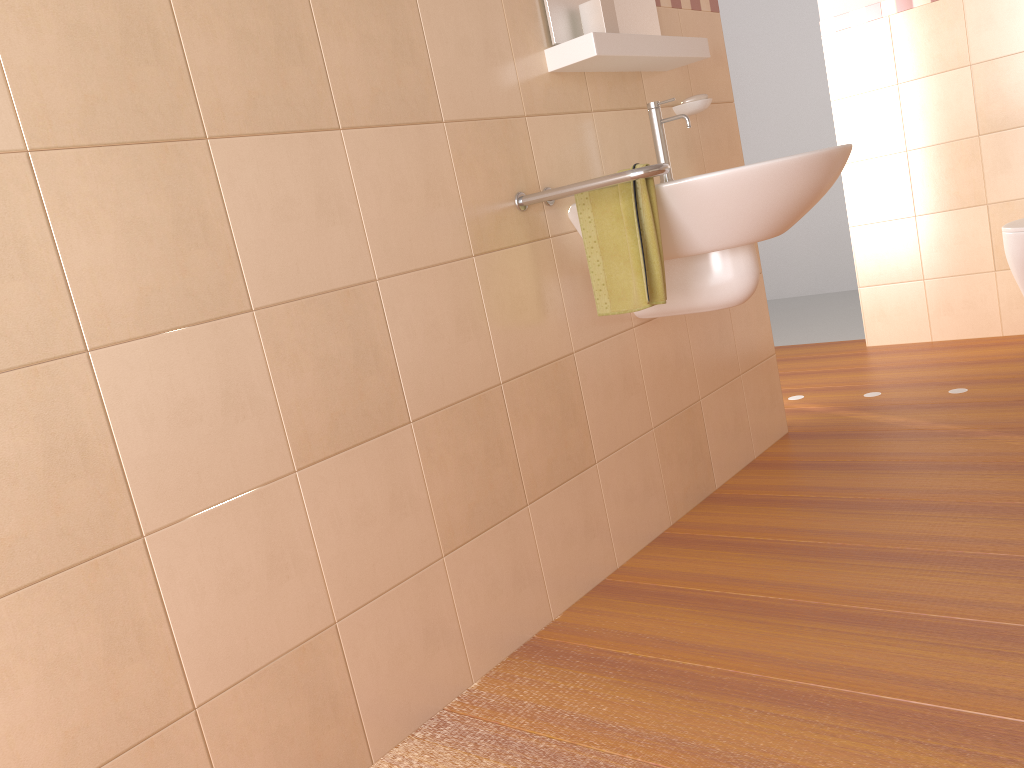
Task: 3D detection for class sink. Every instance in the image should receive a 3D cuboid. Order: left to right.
[{"bbox_3d":[0.528,-0.450,2.108,0.539,0.516,0.683,-4,13,40],"label":"sink"}]

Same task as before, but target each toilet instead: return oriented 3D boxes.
[{"bbox_3d":[1.985,-0.404,3.139,0.375,0.400,0.534,-4,13,40],"label":"toilet"}]

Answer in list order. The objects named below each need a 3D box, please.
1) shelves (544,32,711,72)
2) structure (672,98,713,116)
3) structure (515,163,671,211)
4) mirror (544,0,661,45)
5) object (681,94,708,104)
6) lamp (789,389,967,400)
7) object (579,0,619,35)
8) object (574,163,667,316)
[{"bbox_3d":[0.296,-0.808,2.172,0.138,0.050,0.554,-4,13,40],"label":"shelves"},{"bbox_3d":[0.509,-0.763,2.452,0.092,0.029,0.117,-4,13,40],"label":"structure"},{"bbox_3d":[0.174,-0.415,1.844,0.333,0.042,0.142,-4,13,40],"label":"structure"},{"bbox_3d":[0.166,-1.221,2.131,0.008,0.799,0.502,-4,13,40],"label":"mirror"},{"bbox_3d":[0.505,-0.785,2.450,0.075,0.023,0.050,-11,10,6],"label":"object"},{"bbox_3d":[0.513,0.439,1.816,2.893,0.001,3.173,-4,13,40],"label":"lamp"},{"bbox_3d":[0.204,-0.870,2.057,0.073,0.149,0.063,-4,13,40],"label":"object"},{"bbox_3d":[0.240,-0.307,1.906,0.085,0.306,0.181,-19,12,-32],"label":"object"}]
